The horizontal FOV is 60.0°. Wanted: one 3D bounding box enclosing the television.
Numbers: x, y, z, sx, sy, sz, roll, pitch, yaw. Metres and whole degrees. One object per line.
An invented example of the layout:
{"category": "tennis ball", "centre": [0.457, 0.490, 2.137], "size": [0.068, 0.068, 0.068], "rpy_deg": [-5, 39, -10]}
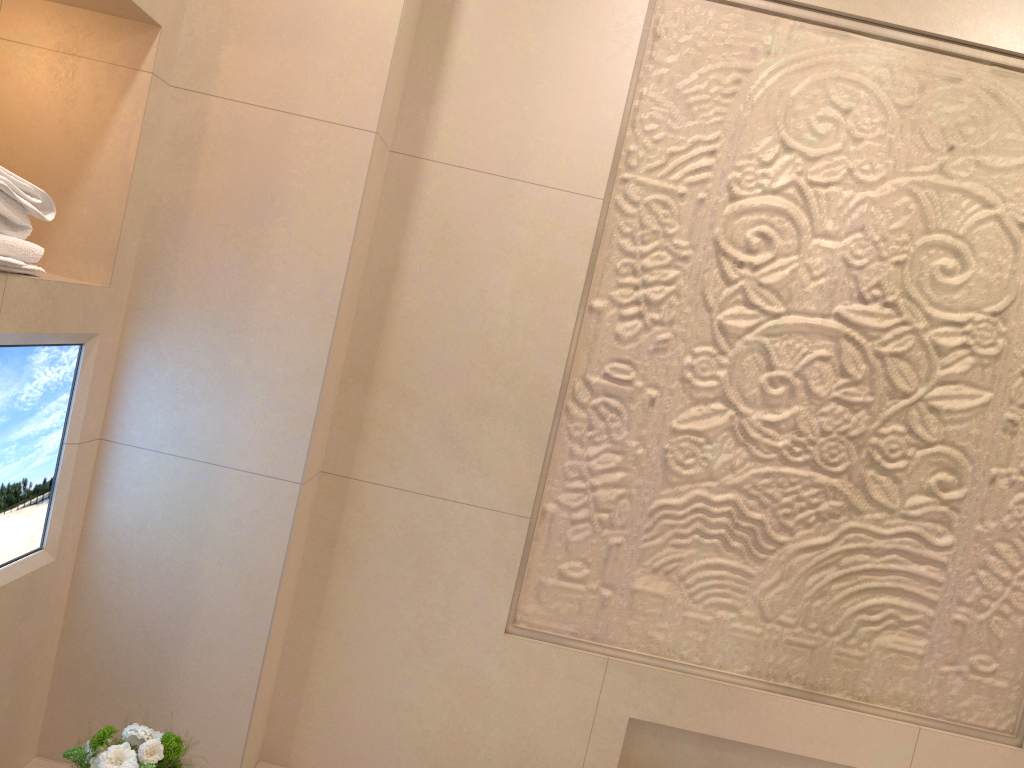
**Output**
{"category": "television", "centre": [-0.773, 0.119, 1.217], "size": [0.025, 0.360, 0.564], "rpy_deg": [13, 3, -1]}

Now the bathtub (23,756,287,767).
{"category": "bathtub", "centre": [0.364, 1.259, 1.274], "size": [2.662, 0.540, 1.060], "rpy_deg": [13, 3, -1]}

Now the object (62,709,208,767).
{"category": "object", "centre": [-0.606, 0.626, 1.396], "size": [0.197, 0.252, 0.229], "rpy_deg": [15, 4, 41]}

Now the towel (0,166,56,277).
{"category": "towel", "centre": [0.709, -0.200, 1.195], "size": [3.195, 0.726, 0.517], "rpy_deg": [13, 3, 0]}
